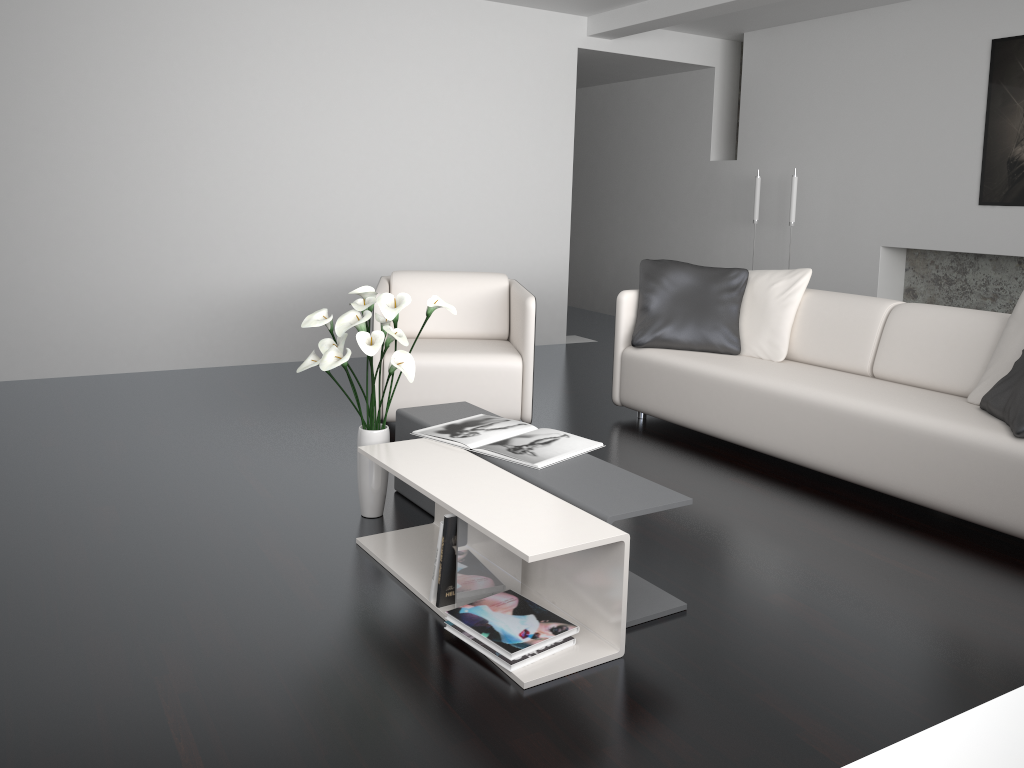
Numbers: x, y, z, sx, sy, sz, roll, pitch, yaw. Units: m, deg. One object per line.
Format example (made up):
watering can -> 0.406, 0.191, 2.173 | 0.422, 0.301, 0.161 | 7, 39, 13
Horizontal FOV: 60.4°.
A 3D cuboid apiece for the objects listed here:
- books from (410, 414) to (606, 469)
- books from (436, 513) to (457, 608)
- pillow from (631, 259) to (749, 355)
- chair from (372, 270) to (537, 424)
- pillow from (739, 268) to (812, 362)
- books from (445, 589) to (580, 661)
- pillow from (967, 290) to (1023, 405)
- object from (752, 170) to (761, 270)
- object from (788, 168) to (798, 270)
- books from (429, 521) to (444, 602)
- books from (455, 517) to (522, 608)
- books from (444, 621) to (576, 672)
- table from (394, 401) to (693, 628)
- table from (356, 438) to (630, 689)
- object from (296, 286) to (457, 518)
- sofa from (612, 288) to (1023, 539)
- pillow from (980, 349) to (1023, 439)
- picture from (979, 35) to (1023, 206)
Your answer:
books -> -0.018, 0.178, 2.922 | 0.553, 0.016, 0.361 | 12, 15, 38
books -> -0.091, 0.462, 2.397 | 0.234, 0.260, 0.051 | -3, 8, -33
pillow -> 0.913, -0.401, 4.505 | 0.566, 0.444, 0.281 | 4, 7, 13
chair -> -0.317, -0.223, 4.523 | 0.767, 0.652, 0.935 | 1, 10, -6
pillow -> 1.222, -0.361, 4.522 | 0.324, 0.493, 0.591 | -4, 11, -41
books -> -0.001, 0.605, 2.239 | 0.228, 0.016, 0.266 | -8, 16, -40
pillow -> 2.054, -0.087, 3.270 | 0.299, 0.500, 0.596 | -2, 10, -27
object -> 1.856, -0.948, 6.773 | 0.180, 1.378, 0.182 | -1, 6, -31
object -> 1.996, -0.851, 6.338 | 0.180, 1.378, 0.182 | -1, 6, -31
books -> -0.110, 0.469, 2.422 | 0.228, 0.235, 0.070 | -4, 8, -33
books -> -0.059, 0.456, 2.382 | 0.206, 0.280, 0.007 | -3, 7, -33
books -> -0.007, 0.627, 2.216 | 0.214, 0.016, 0.266 | -8, 16, -40
table -> 0.024, 0.358, 2.862 | 0.299, 0.309, 1.275 | -3, 13, -32
table -> -0.105, 0.435, 2.478 | 0.299, 0.309, 0.982 | -4, 12, -33
object -> -0.469, 0.085, 2.927 | 0.381, 0.787, 0.449 | 8, 9, 42
sofa -> 1.517, -0.028, 3.894 | 0.922, 0.651, 2.270 | -4, 13, -33
pillow -> 1.881, -0.052, 3.055 | 0.334, 0.430, 0.559 | 4, 10, 14
picture -> 3.084, -1.522, 5.065 | 0.004, 0.992, 0.755 | -1, 8, -31
